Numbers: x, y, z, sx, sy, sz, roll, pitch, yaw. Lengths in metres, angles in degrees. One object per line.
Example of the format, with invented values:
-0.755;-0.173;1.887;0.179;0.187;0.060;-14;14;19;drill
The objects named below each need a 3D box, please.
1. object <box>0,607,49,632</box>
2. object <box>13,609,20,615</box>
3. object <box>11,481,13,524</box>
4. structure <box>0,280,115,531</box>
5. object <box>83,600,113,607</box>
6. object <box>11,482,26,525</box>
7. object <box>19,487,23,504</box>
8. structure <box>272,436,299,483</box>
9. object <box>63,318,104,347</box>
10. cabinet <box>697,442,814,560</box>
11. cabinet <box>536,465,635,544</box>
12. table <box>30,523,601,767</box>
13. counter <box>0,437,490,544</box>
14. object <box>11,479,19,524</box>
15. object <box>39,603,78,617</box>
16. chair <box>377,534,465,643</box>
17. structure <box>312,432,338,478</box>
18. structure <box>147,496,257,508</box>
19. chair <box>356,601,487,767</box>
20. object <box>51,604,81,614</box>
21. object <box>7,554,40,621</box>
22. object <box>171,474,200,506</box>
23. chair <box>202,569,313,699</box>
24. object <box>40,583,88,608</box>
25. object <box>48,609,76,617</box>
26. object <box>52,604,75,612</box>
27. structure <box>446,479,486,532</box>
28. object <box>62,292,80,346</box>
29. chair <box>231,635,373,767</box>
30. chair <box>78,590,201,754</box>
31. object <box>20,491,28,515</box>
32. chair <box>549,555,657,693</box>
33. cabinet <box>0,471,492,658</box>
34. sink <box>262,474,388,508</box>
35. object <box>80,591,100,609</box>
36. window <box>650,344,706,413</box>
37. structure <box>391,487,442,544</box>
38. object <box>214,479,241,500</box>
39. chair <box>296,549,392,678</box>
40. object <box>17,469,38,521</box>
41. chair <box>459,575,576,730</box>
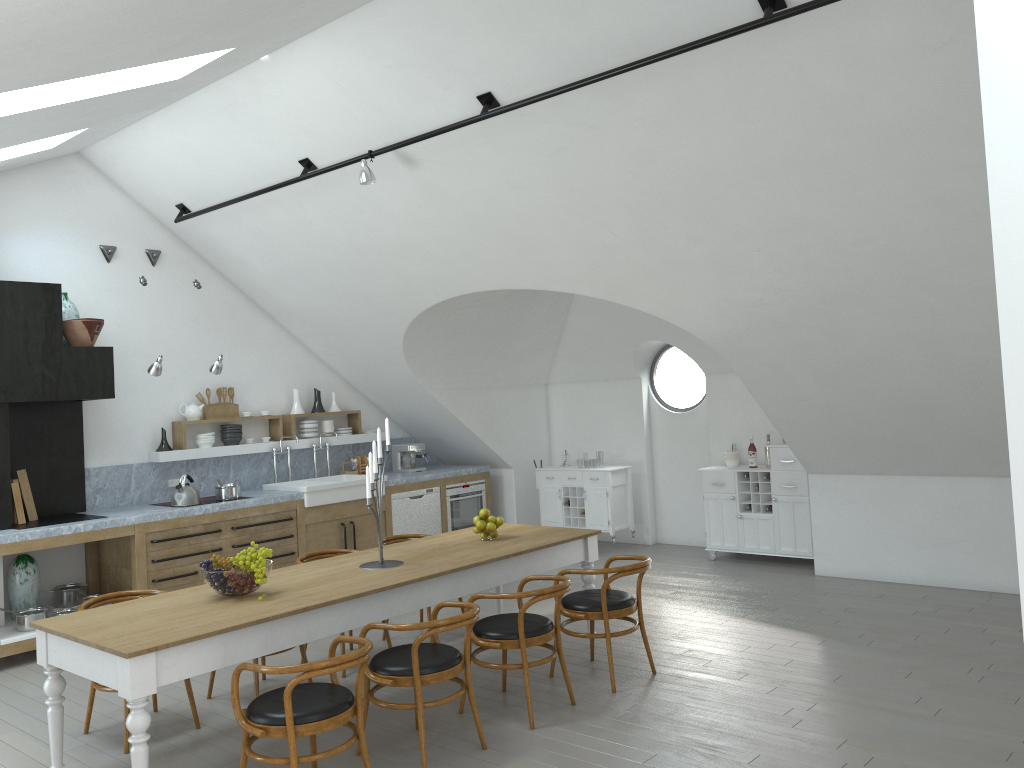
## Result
-3.668;1.766;6.692;0.378;0.164;0.223;-4;-1;30;object
-3.610;1.734;6.600;0.051;0.152;0.190;-5;-2;41;object
-3.987;0.932;7.001;0.068;0.367;0.131;-2;-3;-35;object
-3.873;0.164;7.116;0.779;1.887;1.076;-5;-3;41;structure
-3.265;1.768;7.018;0.260;0.113;0.153;-4;-2;40;object
-3.892;0.945;6.993;0.148;0.336;0.081;-4;-3;31;object
-4.036;0.986;7.199;0.110;0.296;0.105;-4;-2;16;object
-2.231;0.785;8.956;0.332;0.530;0.214;-4;-2;22;structure
-3.554;-0.409;7.306;0.348;0.237;0.366;-2;-1;-31;object
2.521;1.164;8.782;1.241;1.155;0.610;-4;-2;41;cabinet
0.802;1.341;10.033;1.133;0.790;0.497;-4;-2;41;cabinet
-0.840;1.484;5.216;1.017;0.800;3.350;-4;-1;41;table
-2.701;0.811;8.246;0.960;0.620;6.577;-4;-1;41;counter
-3.972;0.945;7.084;0.072;0.367;0.130;-2;-3;-30;object
-3.620;1.786;6.982;0.508;0.052;0.263;-3;-1;18;object
-0.695;1.529;6.662;0.620;0.736;0.527;-4;-2;38;chair
-1.909;0.772;9.324;0.332;0.530;0.214;-4;-2;22;structure
-2.803;1.078;7.998;0.646;0.041;0.737;-4;-1;41;structure
-0.439;1.488;4.445;0.620;0.736;0.527;-5;-2;41;chair
-3.496;1.775;6.969;0.041;0.045;0.247;-5;-1;40;object
-3.878;1.607;7.044;0.231;0.499;0.230;-3;-2;-8;object
-2.879;0.928;7.806;0.246;0.268;0.246;-2;-2;-39;object
-1.613;1.566;5.536;0.620;0.736;0.527;-4;-2;38;chair
-3.778;1.763;7.385;0.455;0.197;0.268;-3;-1;-15;object
-3.448;1.776;6.777;0.260;0.113;0.153;-4;-1;30;object
-3.546;1.782;7.023;0.061;0.035;0.170;-4;-1;41;object
-0.721;1.436;10.155;0.630;0.637;0.632;-5;-2;41;structure
-3.797;-0.527;7.540;0.231;0.504;0.230;-3;-2;-8;object
-0.887;1.505;3.871;0.620;0.736;0.527;-5;-2;44;chair
-2.135;1.588;5.030;0.620;0.736;0.527;-5;-2;41;chair
-3.967;0.993;7.248;0.057;0.252;0.113;-5;-3;44;object
0.579;1.444;5.482;0.620;0.736;0.527;-5;-2;44;chair
-2.688;1.631;8.142;1.002;1.023;6.430;-5;-1;41;cabinet
-1.867;1.067;8.915;0.726;0.202;1.021;-4;-1;41;sink
-3.413;1.771;7.211;0.182;0.134;0.308;-3;-1;-24;object
1.907;-0.083;9.937;0.899;0.901;0.060;-4;-3;41;window
-1.215;1.552;9.584;0.598;0.824;0.724;-5;-2;41;structure
-2.564;0.980;8.168;0.232;0.170;0.394;-4;-1;21;object
-1.179;1.549;6.124;0.620;0.736;0.527;-5;-2;44;chair
-3.927;0.902;7.184;0.148;0.428;0.078;-3;-2;-14;object
0.051;1.467;4.983;0.620;0.736;0.527;-4;-2;36;chair
